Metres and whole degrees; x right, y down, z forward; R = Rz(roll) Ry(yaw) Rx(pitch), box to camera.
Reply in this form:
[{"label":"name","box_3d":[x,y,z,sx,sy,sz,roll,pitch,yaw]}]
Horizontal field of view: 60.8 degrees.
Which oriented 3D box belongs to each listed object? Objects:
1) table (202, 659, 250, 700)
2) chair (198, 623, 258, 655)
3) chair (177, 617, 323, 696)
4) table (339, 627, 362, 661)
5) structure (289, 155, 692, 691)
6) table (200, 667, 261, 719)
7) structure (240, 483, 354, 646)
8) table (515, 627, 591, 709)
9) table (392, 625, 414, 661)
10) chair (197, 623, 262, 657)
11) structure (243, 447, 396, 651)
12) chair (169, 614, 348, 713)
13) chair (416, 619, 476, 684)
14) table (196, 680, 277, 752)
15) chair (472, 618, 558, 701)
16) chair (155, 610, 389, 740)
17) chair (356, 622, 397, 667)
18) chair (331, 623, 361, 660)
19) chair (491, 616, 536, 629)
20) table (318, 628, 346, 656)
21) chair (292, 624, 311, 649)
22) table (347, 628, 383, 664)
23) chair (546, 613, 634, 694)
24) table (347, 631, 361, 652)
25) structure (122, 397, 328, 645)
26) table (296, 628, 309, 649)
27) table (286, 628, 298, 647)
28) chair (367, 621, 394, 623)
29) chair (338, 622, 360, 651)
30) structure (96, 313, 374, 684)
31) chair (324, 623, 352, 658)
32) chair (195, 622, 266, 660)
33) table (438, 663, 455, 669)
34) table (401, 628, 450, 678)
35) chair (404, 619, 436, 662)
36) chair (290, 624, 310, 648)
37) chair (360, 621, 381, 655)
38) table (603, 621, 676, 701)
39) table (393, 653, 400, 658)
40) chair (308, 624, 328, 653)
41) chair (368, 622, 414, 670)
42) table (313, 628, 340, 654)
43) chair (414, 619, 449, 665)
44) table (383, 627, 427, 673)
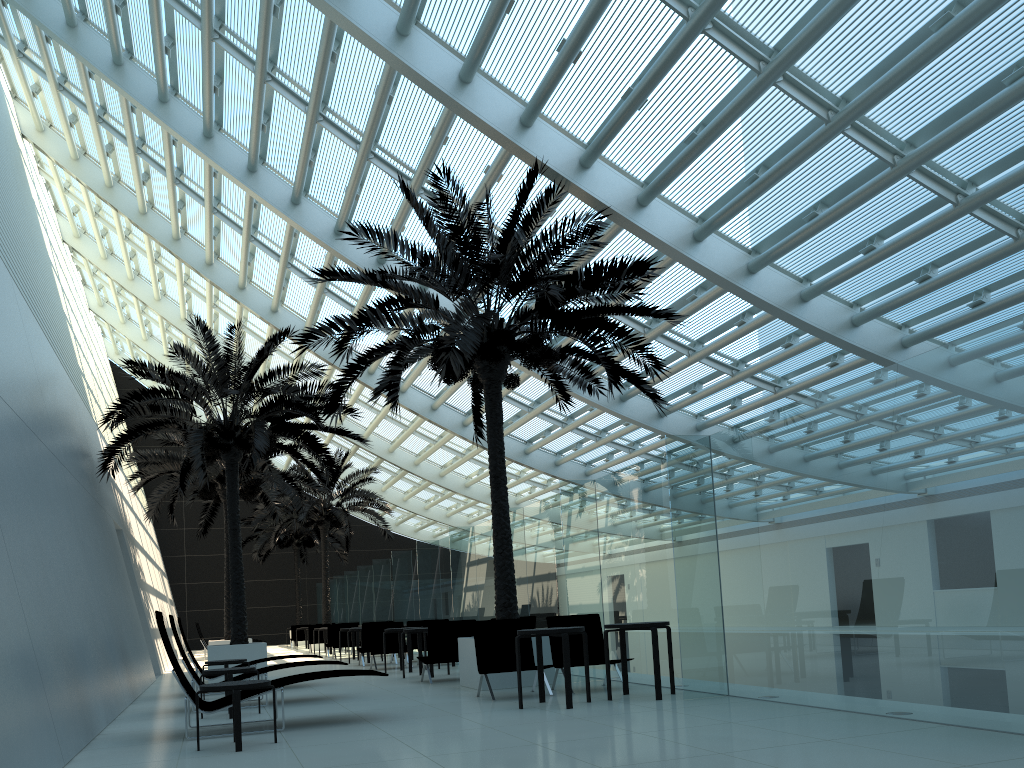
[{"label":"table","box_3d":[-3.923,4.056,11.980,0.559,0.503,0.565,-8,-11,23]},{"label":"chair","box_3d":[-10.297,9.201,31.664,2.036,1.127,0.948,1,-9,-19]},{"label":"chair","box_3d":[-3.959,4.058,13.233,2.036,1.127,0.948,1,-9,-19]},{"label":"table","box_3d":[-3.745,6.227,20.875,0.684,0.760,0.693,-6,-9,19]},{"label":"structure","box_3d":[-0.215,0.544,11.696,4.822,6.837,4.559,-3,-7,-1]},{"label":"table","box_3d":[-3.083,3.374,9.539,0.559,0.503,0.565,-8,-11,23]},{"label":"structure","box_3d":[-9.101,7.772,37.602,4.477,6.836,4.912,3,-10,-40]},{"label":"table","box_3d":[0.412,2.853,8.785,0.687,0.760,0.691,-8,-10,27]},{"label":"table","box_3d":[-2.360,5.869,19.798,0.686,0.760,0.692,-7,-10,23]},{"label":"chair","box_3d":[-9.431,8.498,29.147,2.036,1.127,0.948,1,-9,-19]},{"label":"structure","box_3d":[-6.467,5.614,29.864,4.824,6.836,4.558,0,-8,-26]},{"label":"chair","box_3d":[-3.120,3.377,10.792,2.036,1.127,0.948,1,-9,-19]},{"label":"chair","box_3d":[-0.975,3.938,12.879,0.716,0.864,0.913,0,-10,-19]},{"label":"table","box_3d":[-2.244,2.693,7.098,0.559,0.503,0.565,-8,-11,23]},{"label":"chair","box_3d":[0.031,3.110,9.908,0.716,0.864,0.913,0,-10,-19]},{"label":"chair","box_3d":[-2.280,2.695,8.351,2.036,1.127,0.948,1,-9,-19]},{"label":"chair","box_3d":[-2.866,5.473,18.378,0.716,0.864,0.913,0,-10,-19]},{"label":"chair","box_3d":[-4.167,6.517,22.118,0.716,0.864,0.913,0,-10,-19]},{"label":"chair","box_3d":[-0.095,3.968,13.185,0.716,0.864,0.913,0,-10,-19]},{"label":"table","box_3d":[-5.117,7.333,24.836,0.686,0.760,0.692,-7,-10,23]},{"label":"chair","box_3d":[-7.847,9.503,32.818,0.716,0.864,0.913,0,-10,-19]},{"label":"table","box_3d":[-3.276,5.838,19.481,0.686,0.760,0.692,-7,-10,23]},{"label":"chair","box_3d":[0.912,3.140,10.213,0.716,0.864,0.913,0,-10,-19]},{"label":"table","box_3d":[-4.660,7.743,26.515,0.684,0.760,0.693,-6,-9,19]},{"label":"structure","box_3d":[-7.214,3.602,21.713,4.309,6.713,4.731,-5,-8,14]},{"label":"table","box_3d":[-7.425,9.213,31.576,0.684,0.760,0.693,-6,-9,19]},{"label":"table","box_3d":[-8.797,10.319,35.537,0.687,0.760,0.691,-8,-10,27]},{"label":"chair","box_3d":[-3.287,6.547,22.423,0.716,0.864,0.913,0,-10,-19]},{"label":"chair","box_3d":[-5.109,8.025,27.722,0.716,0.864,0.913,0,-10,-19]},{"label":"structure","box_3d":[-5.059,2.048,16.082,4.664,6.655,4.369,3,-10,-41]},{"label":"chair","box_3d":[-4.708,6.967,23.733,0.716,0.864,0.913,0,-10,-19]},{"label":"chair","box_3d":[-8.592,7.817,26.706,2.036,1.127,0.948,1,-9,-19]},{"label":"table","box_3d":[-0.988,4.763,15.837,0.684,0.760,0.693,-6,-9,19]},{"label":"table","box_3d":[-1.385,4.304,13.982,0.686,0.760,0.692,-7,-10,23]},{"label":"chair","box_3d":[-1.985,5.502,18.684,0.716,0.864,0.913,0,-10,-19]},{"label":"chair","box_3d":[-8.387,9.953,34.434,0.716,0.864,0.913,0,-10,-19]},{"label":"chair","box_3d":[-3.827,6.997,24.039,0.716,0.864,0.913,0,-10,-19]},{"label":"table","box_3d":[1.327,2.884,9.103,0.687,0.760,0.691,-8,-10,27]},{"label":"table","box_3d":[-2.830,6.258,21.192,0.684,0.760,0.693,-6,-9,19]},{"label":"chair","box_3d":[-5.989,7.996,27.417,0.716,0.864,0.913,0,-10,-19]},{"label":"chair","box_3d":[-2.322,5.020,16.751,0.716,0.864,0.913,0,-10,-19]},{"label":"table","box_3d":[-5.576,7.712,26.197,0.684,0.760,0.693,-6,-9,19]},{"label":"chair","box_3d":[-1.441,5.049,17.056,0.716,0.864,0.913,0,-10,-19]},{"label":"table","box_3d":[-1.904,4.732,15.520,0.684,0.760,0.693,-6,-9,19]}]
